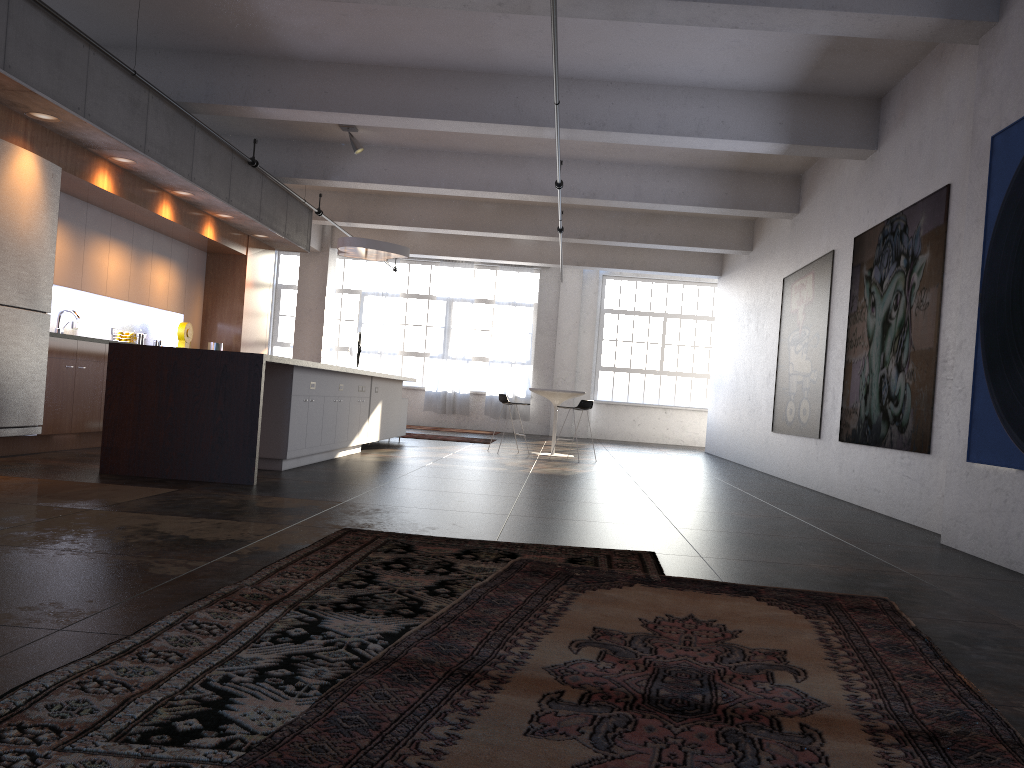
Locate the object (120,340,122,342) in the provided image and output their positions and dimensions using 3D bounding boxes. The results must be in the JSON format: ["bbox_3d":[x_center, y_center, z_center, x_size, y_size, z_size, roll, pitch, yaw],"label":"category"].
[{"bbox_3d":[-4.286,-0.458,9.742,0.051,0.055,0.061,4,0,-7],"label":"object"}]

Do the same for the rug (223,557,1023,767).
[{"bbox_3d":[0.447,0.822,2.317,1.860,0.048,3.553,4,-1,12],"label":"rug"}]

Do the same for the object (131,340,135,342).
[{"bbox_3d":[-4.221,-0.461,9.846,0.051,0.057,0.061,4,-1,39],"label":"object"}]

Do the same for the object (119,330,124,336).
[{"bbox_3d":[-4.288,-0.560,9.719,0.058,0.060,0.051,4,0,37],"label":"object"}]

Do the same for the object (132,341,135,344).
[{"bbox_3d":[-4.205,-0.454,9.792,0.061,0.053,0.053,4,0,-10],"label":"object"}]

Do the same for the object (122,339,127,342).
[{"bbox_3d":[-4.250,-0.480,9.718,0.052,0.053,0.061,4,-1,-16],"label":"object"}]

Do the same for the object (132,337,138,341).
[{"bbox_3d":[-5.857,-1.809,4.161,0.061,2.210,11.952,4,-1,17],"label":"object"}]

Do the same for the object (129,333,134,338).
[{"bbox_3d":[-3.834,-1.626,6.386,0.053,2.169,6.839,4,-1,-5],"label":"object"}]

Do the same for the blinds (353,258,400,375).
[{"bbox_3d":[-3.033,-1.265,20.110,1.031,3.675,0.361,4,0,0],"label":"blinds"}]

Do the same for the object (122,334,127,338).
[{"bbox_3d":[-3.830,-1.614,6.996,0.057,2.190,5.602,4,-1,-7],"label":"object"}]

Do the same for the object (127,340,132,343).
[{"bbox_3d":[-3.577,-1.518,11.075,0.056,2.309,2.961,4,-1,22],"label":"object"}]

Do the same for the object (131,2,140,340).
[{"bbox_3d":[-4.227,-0.511,9.795,0.050,0.053,0.065,4,-1,40],"label":"object"}]

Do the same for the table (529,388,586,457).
[{"bbox_3d":[0.627,0.564,12.885,0.827,0.951,0.830,4,0,2],"label":"table"}]

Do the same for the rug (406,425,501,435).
[{"bbox_3d":[-1.843,0.951,19.063,3.128,0.009,1.816,4,-1,1],"label":"rug"}]

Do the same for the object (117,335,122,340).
[{"bbox_3d":[-4.311,-0.513,9.722,0.053,0.054,0.061,4,0,-6],"label":"object"}]

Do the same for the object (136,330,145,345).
[{"bbox_3d":[-4.397,-0.535,10.469,0.060,0.209,0.144,4,0,3],"label":"object"}]

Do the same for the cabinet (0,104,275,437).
[{"bbox_3d":[-5.015,-0.899,9.042,2.375,2.562,8.119,4,-1,3],"label":"cabinet"}]

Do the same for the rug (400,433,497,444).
[{"bbox_3d":[-1.756,0.885,15.361,2.881,0.029,1.857,4,-1,2],"label":"rug"}]

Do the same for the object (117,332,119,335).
[{"bbox_3d":[-4.326,-0.549,9.773,0.052,0.053,0.062,5,-1,-40],"label":"object"}]

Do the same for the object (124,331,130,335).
[{"bbox_3d":[-3.952,-1.677,4.884,0.059,2.164,9.876,4,-1,-3],"label":"object"}]

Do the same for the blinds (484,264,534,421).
[{"bbox_3d":[0.025,-1.053,20.059,1.029,3.751,0.342,4,0,-1],"label":"blinds"}]

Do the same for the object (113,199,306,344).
[{"bbox_3d":[-6.240,-0.248,3.509,0.940,1.214,13.313,4,-1,14],"label":"object"}]

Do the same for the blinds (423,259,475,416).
[{"bbox_3d":[-1.340,-1.149,20.075,1.037,3.697,0.338,4,0,-2],"label":"blinds"}]

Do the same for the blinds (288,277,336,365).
[{"bbox_3d":[-4.528,-1.378,20.164,1.025,3.713,0.315,4,0,0],"label":"blinds"}]

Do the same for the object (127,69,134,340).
[{"bbox_3d":[-3.703,-1.577,8.641,0.054,2.228,2.376,4,0,-21],"label":"object"}]

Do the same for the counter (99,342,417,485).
[{"bbox_3d":[-2.215,0.292,9.790,1.140,0.971,6.666,4,-1,3],"label":"counter"}]

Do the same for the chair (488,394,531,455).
[{"bbox_3d":[-0.021,0.600,12.573,0.512,0.895,0.457,4,0,-21],"label":"chair"}]

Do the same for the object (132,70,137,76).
[{"bbox_3d":[-4.260,-0.509,9.840,0.051,0.053,0.062,4,-1,9],"label":"object"}]

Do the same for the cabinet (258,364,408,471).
[{"bbox_3d":[-2.170,0.336,10.401,0.920,0.930,5.657,4,-1,3],"label":"cabinet"}]

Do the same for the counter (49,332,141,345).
[{"bbox_3d":[-4.623,-0.439,9.782,1.605,0.039,4.467,4,-1,3],"label":"counter"}]

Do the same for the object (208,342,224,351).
[{"bbox_3d":[-3.928,-0.459,11.729,0.195,0.170,0.186,5,-1,-39],"label":"object"}]

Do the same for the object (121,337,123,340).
[{"bbox_3d":[-4.304,-0.500,9.785,0.053,0.053,0.061,5,-1,-45],"label":"object"}]

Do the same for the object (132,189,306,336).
[{"bbox_3d":[-4.194,-0.546,9.818,0.056,0.060,0.053,4,0,25],"label":"object"}]

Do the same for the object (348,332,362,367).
[{"bbox_3d":[-3.294,-0.124,18.105,1.179,1.919,1.057,4,0,2],"label":"object"}]

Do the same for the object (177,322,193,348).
[{"bbox_3d":[-4.091,-0.582,11.096,0.099,0.381,0.275,4,0,3],"label":"object"}]

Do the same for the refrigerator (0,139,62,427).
[{"bbox_3d":[-4.006,-0.758,7.042,0.220,2.191,0.955,4,0,1],"label":"refrigerator"}]

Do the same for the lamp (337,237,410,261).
[{"bbox_3d":[-2.081,-1.900,12.524,1.030,0.130,1.056,5,-1,-41],"label":"lamp"}]

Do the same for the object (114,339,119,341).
[{"bbox_3d":[-6.125,-0.179,3.555,0.054,1.095,12.883,4,-1,16],"label":"object"}]

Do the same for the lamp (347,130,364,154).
[{"bbox_3d":[-1.931,-2.990,10.936,0.224,0.287,0.130,4,0,-15],"label":"lamp"}]
